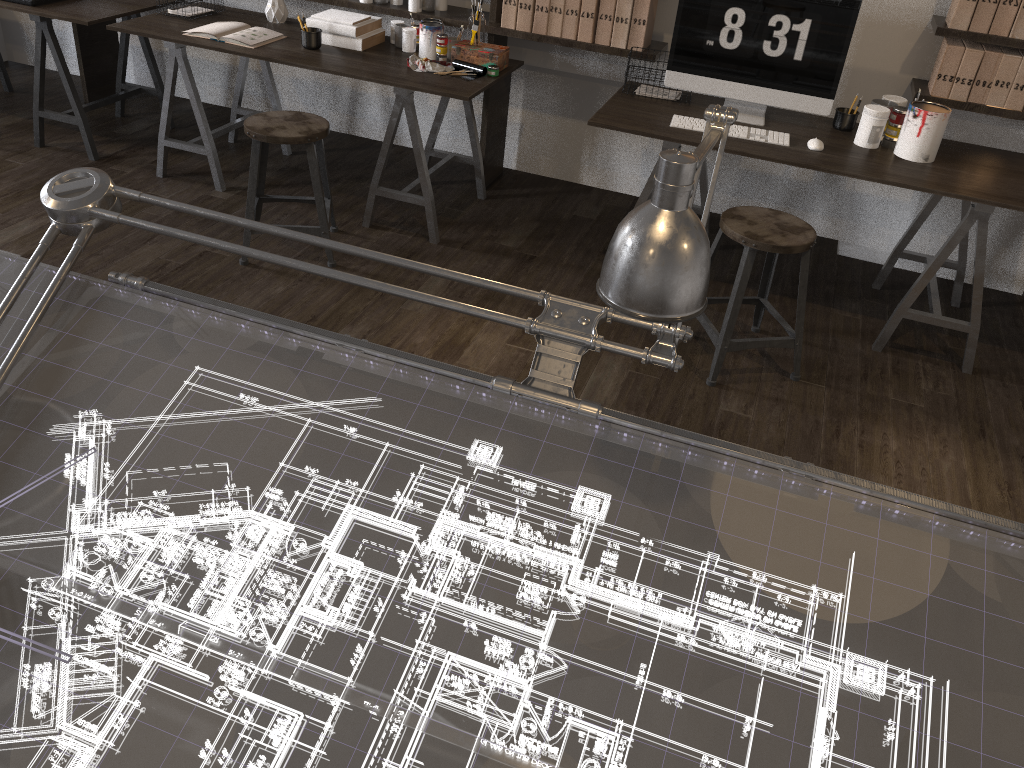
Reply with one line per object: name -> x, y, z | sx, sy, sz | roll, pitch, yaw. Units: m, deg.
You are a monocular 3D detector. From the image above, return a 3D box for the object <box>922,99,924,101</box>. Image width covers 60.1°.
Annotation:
object -> 1.538, -0.992, 3.347 | 0.007, 0.154, 0.055 | 6, 32, 0

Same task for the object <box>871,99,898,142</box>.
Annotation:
object -> 1.397, -1.000, 3.369 | 0.097, 0.140, 0.097 | 26, 37, 27

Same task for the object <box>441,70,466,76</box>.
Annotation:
object -> -0.241, -1.269, 3.611 | 0.006, 0.006, 0.158 | 28, 39, 30

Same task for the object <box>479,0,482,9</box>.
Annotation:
object -> -0.136, -1.534, 3.685 | 0.020, 0.223, 0.007 | -20, 41, -35

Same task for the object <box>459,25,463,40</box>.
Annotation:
object -> -0.227, -1.457, 3.777 | 0.033, 0.144, 0.005 | 15, 33, 13

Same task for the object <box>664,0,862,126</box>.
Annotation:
object -> 0.935, -1.275, 3.375 | 0.645, 0.506, 0.208 | 15, 33, 14

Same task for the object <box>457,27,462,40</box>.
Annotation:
object -> -0.237, -1.457, 3.774 | 0.040, 0.127, 0.005 | 14, 33, 12

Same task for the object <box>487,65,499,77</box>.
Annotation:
object -> -0.077, -1.292, 3.652 | 0.049, 0.036, 0.050 | 17, 35, 16

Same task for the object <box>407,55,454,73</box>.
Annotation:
object -> -0.333, -1.315, 3.640 | 0.197, 0.049, 0.135 | -1, 34, -11

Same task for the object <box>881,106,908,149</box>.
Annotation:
object -> 1.431, -0.952, 3.300 | 0.068, 0.151, 0.070 | 2, 33, -6

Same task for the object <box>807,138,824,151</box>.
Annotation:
object -> 1.110, -0.877, 3.234 | 0.059, 0.028, 0.108 | 13, 34, 11

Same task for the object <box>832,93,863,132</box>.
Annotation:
object -> 1.305, -1.055, 3.441 | 0.096, 0.139, 0.094 | 4, 33, -4

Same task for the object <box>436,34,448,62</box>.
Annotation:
object -> -0.297, -1.422, 3.751 | 0.050, 0.109, 0.050 | 17, 34, 16

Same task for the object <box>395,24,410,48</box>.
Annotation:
object -> -0.482, -1.527, 3.888 | 0.063, 0.091, 0.064 | -13, 37, -27

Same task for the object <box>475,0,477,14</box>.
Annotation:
object -> -0.149, -1.520, 3.697 | 0.006, 0.178, 0.054 | -11, 36, -26

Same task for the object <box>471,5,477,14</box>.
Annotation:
object -> -0.156, -1.498, 3.687 | 0.038, 0.150, 0.008 | -8, 35, -21

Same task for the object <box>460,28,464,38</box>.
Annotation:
object -> -0.229, -1.465, 3.794 | 0.041, 0.121, 0.005 | 13, 33, 11

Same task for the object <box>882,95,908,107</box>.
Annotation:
object -> 1.465, -1.039, 3.437 | 0.095, 0.141, 0.096 | 26, 37, 27

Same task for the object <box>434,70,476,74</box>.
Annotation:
object -> -0.234, -1.273, 3.612 | 0.171, 0.017, 0.012 | -3, 34, -13

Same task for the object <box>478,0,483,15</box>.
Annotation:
object -> -0.144, -1.509, 3.682 | 0.008, 0.182, 0.073 | -11, 36, -26

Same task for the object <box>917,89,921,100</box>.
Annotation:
object -> 1.516, -1.010, 3.350 | 0.007, 0.200, 0.046 | 5, 32, -3

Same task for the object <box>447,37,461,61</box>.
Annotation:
object -> -0.252, -1.438, 3.803 | 0.060, 0.087, 0.060 | 18, 34, 17

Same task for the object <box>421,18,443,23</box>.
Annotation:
object -> -0.355, -1.533, 3.894 | 0.095, 0.125, 0.096 | 13, 33, 10

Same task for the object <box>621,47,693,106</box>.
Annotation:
object -> 0.602, -1.255, 3.603 | 0.284, 0.157, 0.208 | 11, 33, 7

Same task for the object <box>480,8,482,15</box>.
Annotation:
object -> -0.138, -1.493, 3.693 | 0.005, 0.144, 0.033 | -11, 36, -25

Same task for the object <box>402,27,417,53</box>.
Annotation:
object -> -0.445, -1.491, 3.839 | 0.062, 0.092, 0.063 | -7, 35, -20

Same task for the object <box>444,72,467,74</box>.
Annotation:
object -> -0.240, -1.270, 3.622 | 0.119, 0.006, 0.008 | -8, 36, -21

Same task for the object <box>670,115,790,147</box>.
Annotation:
object -> 0.813, -0.945, 3.302 | 0.439, 0.017, 0.121 | 13, 34, 10

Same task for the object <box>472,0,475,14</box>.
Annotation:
object -> -0.160, -1.525, 3.682 | 0.055, 0.209, 0.008 | 19, 34, 20

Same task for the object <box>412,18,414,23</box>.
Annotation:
object -> -0.431, -1.578, 3.951 | 0.035, 0.100, 0.005 | 20, 35, 20

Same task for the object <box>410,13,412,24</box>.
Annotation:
object -> -0.444, -1.579, 3.937 | 0.030, 0.130, 0.004 | 18, 34, 18

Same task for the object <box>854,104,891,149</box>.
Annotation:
object -> 1.336, -0.954, 3.290 | 0.095, 0.141, 0.096 | -24, 44, -39

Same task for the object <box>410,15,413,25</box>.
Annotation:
object -> -0.438, -1.575, 3.930 | 0.036, 0.115, 0.005 | 19, 34, 19

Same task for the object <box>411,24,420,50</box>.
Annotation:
object -> -0.425, -1.523, 3.890 | 0.045, 0.099, 0.045 | 15, 33, 14

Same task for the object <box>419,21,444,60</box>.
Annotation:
object -> -0.345, -1.471, 3.792 | 0.105, 0.138, 0.106 | 20, 35, 20

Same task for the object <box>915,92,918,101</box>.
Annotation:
object -> 1.509, -1.005, 3.338 | 0.007, 0.176, 0.056 | 5, 32, -2

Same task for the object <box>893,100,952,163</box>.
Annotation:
object -> 1.487, -0.911, 3.215 | 0.144, 0.191, 0.148 | 0, 33, -10

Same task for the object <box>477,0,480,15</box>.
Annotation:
object -> -0.148, -1.502, 3.678 | 0.006, 0.176, 0.022 | 27, 37, 29

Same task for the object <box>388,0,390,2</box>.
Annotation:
object -> -0.572, -1.809, 4.048 | 0.045, 0.125, 0.045 | 26, 37, 28
